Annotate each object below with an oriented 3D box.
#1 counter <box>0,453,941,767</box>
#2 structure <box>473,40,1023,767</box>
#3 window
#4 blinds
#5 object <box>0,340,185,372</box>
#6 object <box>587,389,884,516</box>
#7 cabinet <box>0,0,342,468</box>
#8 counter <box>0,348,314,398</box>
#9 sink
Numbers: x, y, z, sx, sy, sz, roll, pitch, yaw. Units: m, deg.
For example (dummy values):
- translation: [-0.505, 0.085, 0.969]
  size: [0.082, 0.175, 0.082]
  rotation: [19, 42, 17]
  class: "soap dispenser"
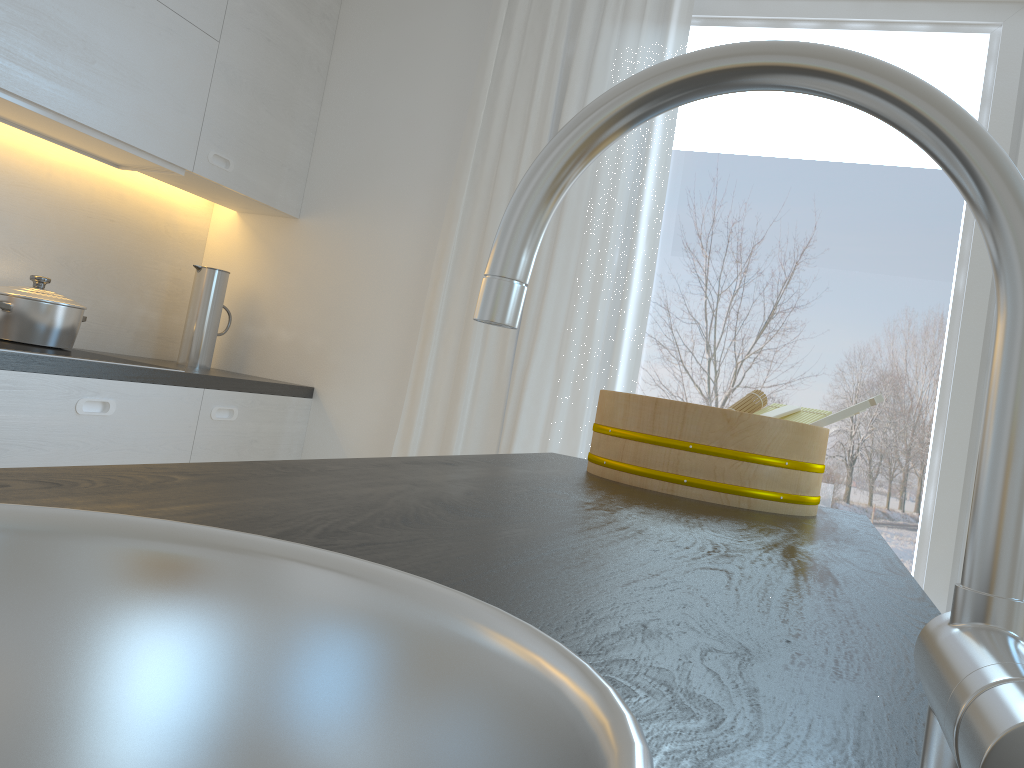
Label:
- translation: [-0.024, 0.130, 0.577]
  size: [0.602, 0.040, 2.386]
  rotation: [10, -1, 19]
  class: "counter"
- translation: [0.051, 0.010, 0.207]
  size: [0.163, 0.216, 0.096]
  rotation: [9, -4, 20]
  class: "structure"
- translation: [1.399, -0.184, 2.600]
  size: [2.735, 1.926, 0.088]
  rotation: [9, -4, 19]
  class: "window"
- translation: [0.112, -0.595, 2.882]
  size: [0.797, 2.169, 0.149]
  rotation: [9, -4, 19]
  class: "blinds"
- translation: [-1.309, -0.099, 2.338]
  size: [0.563, 0.013, 0.650]
  rotation: [10, -1, 19]
  class: "object"
- translation: [0.346, 0.076, 1.490]
  size: [0.427, 0.215, 0.380]
  rotation: [11, -2, -42]
  class: "object"
- translation: [-1.388, -0.427, 1.770]
  size: [0.482, 2.309, 3.182]
  rotation: [9, -2, 19]
  class: "cabinet"
- translation: [-1.310, -0.081, 2.332]
  size: [0.602, 0.040, 1.989]
  rotation: [10, -1, 19]
  class: "counter"
- translation: [-0.166, 0.157, 0.289]
  size: [0.402, 0.157, 0.405]
  rotation: [11, -1, -29]
  class: "sink"
